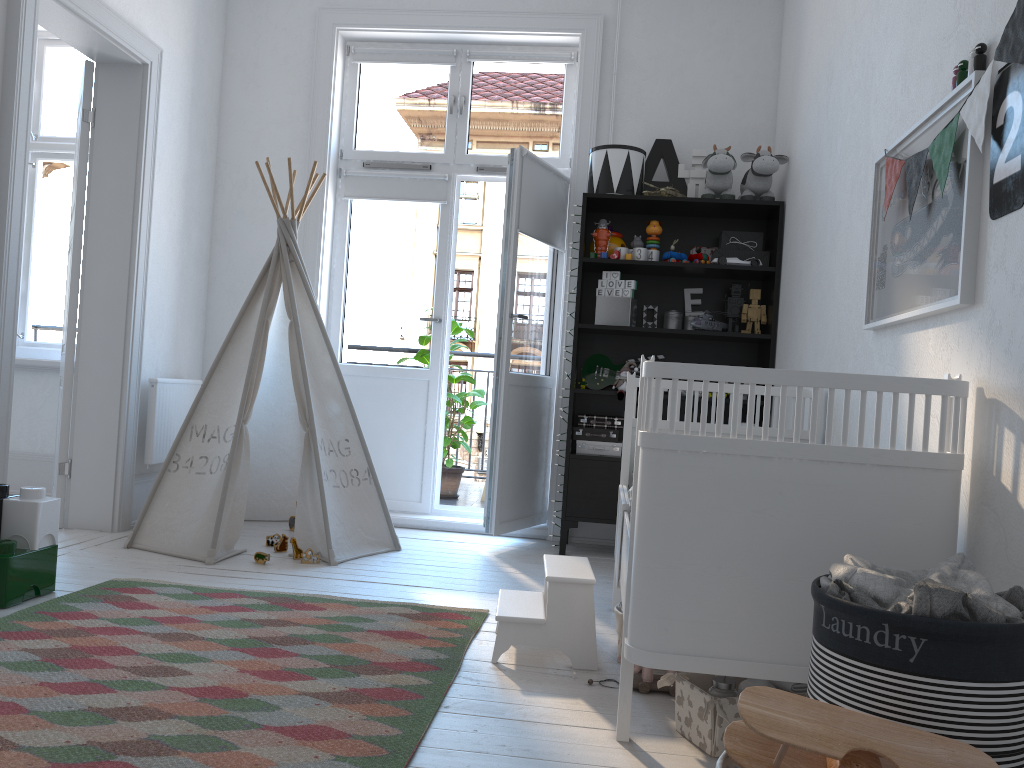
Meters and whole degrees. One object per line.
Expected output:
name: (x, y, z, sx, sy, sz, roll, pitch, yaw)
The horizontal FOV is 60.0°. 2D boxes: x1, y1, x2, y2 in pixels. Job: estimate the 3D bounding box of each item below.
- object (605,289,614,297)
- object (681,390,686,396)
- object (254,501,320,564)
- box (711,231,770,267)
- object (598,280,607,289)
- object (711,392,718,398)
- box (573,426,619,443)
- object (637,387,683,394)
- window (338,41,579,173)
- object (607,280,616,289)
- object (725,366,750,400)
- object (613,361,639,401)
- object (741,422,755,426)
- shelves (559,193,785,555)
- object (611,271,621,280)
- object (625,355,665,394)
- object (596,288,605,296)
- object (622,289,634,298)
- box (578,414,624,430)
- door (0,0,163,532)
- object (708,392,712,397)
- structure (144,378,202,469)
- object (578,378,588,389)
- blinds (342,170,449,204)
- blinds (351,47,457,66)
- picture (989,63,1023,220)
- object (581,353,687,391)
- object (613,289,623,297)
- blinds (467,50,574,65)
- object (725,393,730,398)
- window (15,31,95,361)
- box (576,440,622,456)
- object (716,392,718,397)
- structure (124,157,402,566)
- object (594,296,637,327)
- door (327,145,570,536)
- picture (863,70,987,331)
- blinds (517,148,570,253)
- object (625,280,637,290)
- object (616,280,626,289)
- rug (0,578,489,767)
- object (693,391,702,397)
object: (0.460, -0.426, 4.170, 0.040, 0.040, 0.040, 4, 0, 11)
object: (0.822, 0.024, 4.193, 0.067, 0.067, 0.067, 4, 0, 20)
object: (-0.862, 0.572, 3.865, 0.385, 0.283, 0.856, 4, -1, -2)
box: (1.091, -0.627, 4.230, 0.251, 0.189, 0.179, 4, 0, 6)
object: (0.429, -0.468, 4.175, 0.040, 0.040, 0.040, 4, 0, 16)
object: (0.936, 0.049, 4.291, 0.163, 0.034, 0.069, 4, 0, 6)
box: (0.404, 0.242, 4.267, 0.215, 0.062, 0.179, 4, -1, 6)
object: (0.693, 0.025, 4.167, 0.230, 0.048, 0.098, 3, -1, 31)
window: (-0.285, -1.470, 4.694, 1.263, 0.660, 0.101, 4, 0, 6)
object: (0.471, -0.466, 4.159, 0.040, 0.040, 0.040, 4, 0, 26)
object: (1.068, -0.001, 4.171, 0.139, 0.162, 0.139, 4, 0, -19)
object: (0.527, -0.014, 4.067, 0.110, 0.186, 0.129, 4, 0, -7)
object: (1.084, 0.280, 4.153, 0.132, 0.199, 0.267, 4, 0, 6)
shelves: (0.741, -0.016, 4.215, 0.911, 1.677, 0.353, 4, 0, 6)
object: (0.487, -0.505, 4.154, 0.040, 0.040, 0.040, 4, 0, 16)
object: (0.648, -0.050, 4.323, 0.201, 0.199, 0.048, 4, 0, 6)
object: (0.421, -0.428, 4.177, 0.040, 0.040, 0.040, 4, 0, 21)
object: (0.541, -0.421, 4.131, 0.040, 0.040, 0.040, 4, 0, 36)
box: (0.427, 0.182, 4.267, 0.215, 0.062, 0.179, 4, -1, 6)
door: (-1.859, -0.439, 3.762, 0.505, 2.177, 1.465, 4, 0, -9)
object: (0.906, 0.035, 4.083, 0.042, 0.054, 0.031, 4, 0, -34)
structure: (-1.625, 0.206, 4.354, 0.075, 0.460, 0.635, 4, 0, 2)
object: (0.344, 0.000, 4.303, 0.042, 0.054, 0.031, 4, 0, 16)
blinds: (-0.620, -1.047, 4.705, 0.565, 0.158, 0.032, 4, 0, 6)
blinds: (-0.574, -1.739, 4.707, 0.565, 0.087, 0.032, 4, 0, 6)
picture: (0.970, -0.481, 1.729, 0.010, 0.301, 0.152, 4, 0, 6)
object: (0.608, -0.021, 4.353, 0.542, 0.239, 0.093, 4, 0, 7)
object: (0.498, -0.424, 4.147, 0.040, 0.040, 0.040, 4, 0, 21)
blinds: (0.044, -1.712, 4.642, 0.565, 0.060, 0.032, 4, 0, 6)
object: (0.981, 0.040, 4.099, 0.031, 0.054, 0.042, 4, 0, -39)
window: (-2.854, -1.103, 5.178, 1.357, 1.901, 0.094, 4, 0, 6)
box: (0.419, 0.305, 4.265, 0.215, 0.062, 0.179, 4, -1, 6)
object: (0.954, 0.039, 4.132, 0.042, 0.054, 0.031, 4, 0, 6)
structure: (-1.043, -0.165, 3.979, 1.143, 1.749, 1.143, 4, 0, -18)
object: (0.490, -0.336, 4.186, 0.170, 0.138, 0.124, 4, 0, 21)
door: (-0.403, -0.229, 4.447, 1.263, 1.838, 0.637, 4, 0, 8)
picture: (1.007, -0.406, 2.209, 0.030, 0.493, 0.703, 4, 0, 6)
blinds: (0.167, -0.882, 4.338, 0.032, 0.390, 0.565, 4, 0, 26)
object: (0.555, -0.460, 4.126, 0.040, 0.040, 0.040, 4, 0, 31)
object: (0.514, -0.463, 4.142, 0.040, 0.040, 0.040, 4, 0, 36)
rug: (-0.829, 0.691, 2.001, 1.319, 0.016, 2.029, 4, -1, 6)
object: (0.876, 0.027, 4.140, 0.067, 0.067, 0.067, 4, 0, 20)
